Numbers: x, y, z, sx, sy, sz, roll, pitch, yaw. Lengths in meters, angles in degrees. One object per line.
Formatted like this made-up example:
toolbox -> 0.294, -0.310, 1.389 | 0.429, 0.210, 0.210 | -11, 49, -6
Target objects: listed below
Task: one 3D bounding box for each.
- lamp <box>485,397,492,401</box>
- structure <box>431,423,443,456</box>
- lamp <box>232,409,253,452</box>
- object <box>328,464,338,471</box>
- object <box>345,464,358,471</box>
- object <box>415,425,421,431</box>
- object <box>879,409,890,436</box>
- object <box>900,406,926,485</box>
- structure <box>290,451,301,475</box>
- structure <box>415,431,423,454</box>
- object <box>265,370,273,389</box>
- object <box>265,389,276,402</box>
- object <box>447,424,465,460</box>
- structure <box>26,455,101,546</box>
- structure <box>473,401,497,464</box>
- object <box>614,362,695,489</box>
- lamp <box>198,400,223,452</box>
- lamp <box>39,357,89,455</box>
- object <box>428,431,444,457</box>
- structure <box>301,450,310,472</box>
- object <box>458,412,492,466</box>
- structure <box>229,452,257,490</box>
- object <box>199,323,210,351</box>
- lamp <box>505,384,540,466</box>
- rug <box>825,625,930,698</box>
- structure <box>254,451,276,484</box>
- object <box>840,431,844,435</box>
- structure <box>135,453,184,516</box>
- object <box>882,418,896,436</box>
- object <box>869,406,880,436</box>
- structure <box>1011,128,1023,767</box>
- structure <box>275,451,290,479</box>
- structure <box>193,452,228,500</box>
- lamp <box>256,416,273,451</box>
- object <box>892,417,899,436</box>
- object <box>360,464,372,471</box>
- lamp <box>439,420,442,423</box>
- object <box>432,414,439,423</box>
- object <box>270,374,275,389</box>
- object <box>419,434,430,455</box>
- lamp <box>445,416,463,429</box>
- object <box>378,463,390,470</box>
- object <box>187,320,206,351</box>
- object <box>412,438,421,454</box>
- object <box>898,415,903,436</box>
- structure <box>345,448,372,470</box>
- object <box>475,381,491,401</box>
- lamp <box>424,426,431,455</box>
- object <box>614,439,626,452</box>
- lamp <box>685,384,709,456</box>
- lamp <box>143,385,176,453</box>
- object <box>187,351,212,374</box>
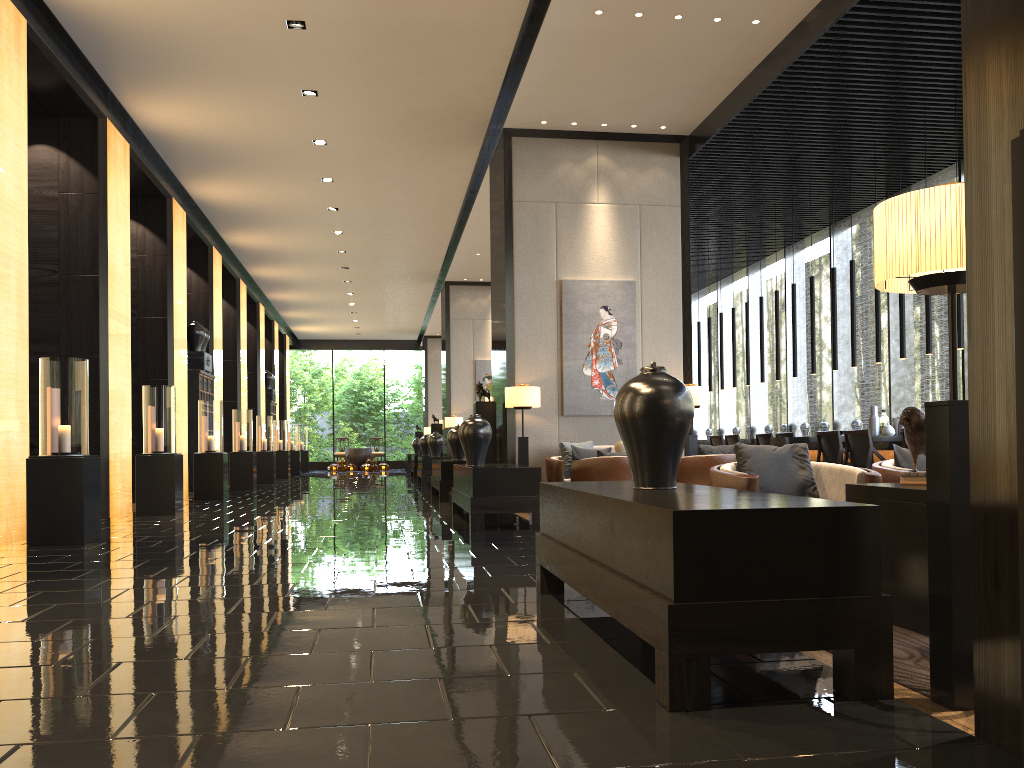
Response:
lamp -> -0.145, 0.828, 11.171 | 0.375, 1.318, 0.375 | -1, -1, 35
structure -> -1.621, 1.462, 19.084 | 0.240, 1.217, 0.240 | -1, -1, -8
lamp -> -4.705, 0.813, 15.467 | 0.336, 0.728, 0.337 | -1, -1, -7
object -> -5.626, 2.637, 27.996 | 0.370, 0.229, 0.370 | -1, -3, 9
object -> -4.991, 2.593, 27.502 | 0.370, 0.229, 0.370 | -2, -3, 14
object -> -2.964, 1.386, 27.974 | 0.176, 0.246, 0.116 | -1, -1, -3
object -> 4.270, 0.446, 10.160 | 0.129, 0.305, 0.129 | 0, -1, -22
object -> 1.626, 0.244, 3.503 | 0.174, 0.309, 0.229 | -2, -2, 37
structure -> -5.984, 2.150, 24.168 | 0.402, 0.657, 0.403 | 0, -2, -8
structure -> -2.936, 2.112, 27.970 | 0.240, 1.217, 0.240 | -1, -1, -8
object -> -6.258, -0.110, 22.597 | 0.311, 0.492, 0.312 | 0, -2, -35
object -> -6.267, 0.306, 22.750 | 0.365, 0.314, 0.607 | 0, -3, -8
object -> -0.736, 0.799, 12.170 | 0.311, 0.492, 0.312 | 0, -2, -27
structure -> -3.405, 0.875, 6.740 | 0.402, 0.657, 0.403 | 0, -2, -8
structure -> -0.309, 0.813, 10.221 | 0.240, 1.217, 0.240 | -1, -1, -8
object -> 0.554, 0.161, 3.451 | 0.311, 0.492, 0.312 | 0, -2, -20
lamp -> -4.275, 0.601, 12.562 | 0.336, 0.728, 0.337 | -1, -1, -3
lamp -> -3.415, 0.176, 6.753 | 0.337, 0.728, 0.337 | 0, -2, -35
object -> -1.471, 1.162, 17.137 | 0.311, 0.492, 0.312 | -1, -2, 10
structure -> -6.414, 2.363, 27.073 | 0.402, 0.657, 0.403 | 0, -2, -8
object -> -0.339, 0.509, 8.182 | 0.311, 0.492, 0.312 | -1, -2, 10
structure -> -4.694, 1.513, 15.454 | 0.402, 0.657, 0.403 | 0, -2, -8
object -> -5.015, -0.725, 14.202 | 0.311, 0.492, 0.312 | 0, -2, -27
lamp -> 0.119, 0.683, 9.383 | 0.375, 1.346, 0.375 | -2, -1, 43
rug -> 1.984, 0.912, 3.526 | 2.040, 0.008, 2.246 | 0, -4, -8
structure -> -5.124, 1.725, 18.359 | 0.402, 0.657, 0.403 | 0, -2, -8
object -> 3.686, 0.565, 10.009 | 0.227, 0.067, 0.228 | 0, -4, -6
structure -> -3.835, 1.088, 9.644 | 0.402, 0.657, 0.403 | 0, -2, -8
object -> 4.247, 0.477, 9.986 | 0.135, 0.217, 0.136 | 0, -2, -21
object -> 4.130, 0.423, 10.095 | 0.113, 0.344, 0.113 | 0, -1, -13
structure -> 0.995, 0.168, 1.406 | 0.240, 1.217, 0.240 | -1, -1, -8
structure -> -5.554, 1.938, 21.264 | 0.402, 0.657, 0.403 | 0, -2, -8
structure -> -4.264, 1.300, 12.549 | 0.402, 0.657, 0.403 | 0, -2, -8
lamp -> -5.135, 1.026, 18.372 | 0.336, 0.728, 0.337 | -1, -1, -7
object -> 4.444, 0.484, 10.132 | 0.169, 0.219, 0.169 | 0, -2, -13
object -> -4.536, 2.593, 27.574 | 0.369, 0.229, 0.370 | 0, -3, -6
lamp -> -1.452, 1.458, 20.002 | 0.375, 1.349, 0.375 | -1, -1, 10
object -> -1.654, 0.750, 19.101 | 0.161, 0.217, 0.102 | 0, -1, -20
object -> -6.306, -0.086, 22.926 | 0.311, 0.492, 0.312 | 0, -2, -27
object -> -2.035, 1.441, 20.948 | 0.311, 0.492, 0.312 | -1, -2, 10
lamp -> -1.187, 1.327, 18.213 | 0.375, 1.349, 0.375 | -1, -1, 10
object -> -4.098, 2.632, 28.204 | 0.370, 0.229, 0.370 | 2, -4, -36
object -> -4.967, -0.749, 13.874 | 0.311, 0.492, 0.312 | 1, -2, -42
object -> -2.794, 1.816, 26.073 | 0.311, 0.492, 0.312 | -1, -2, 10
object -> 4.401, 0.467, 10.014 | 0.067, 0.237, 0.067 | 0, -1, -15
structure -> -4.922, 2.416, 28.414 | 0.873, 0.709, 0.876 | 0, -3, -20
object -> -0.338, 0.088, 10.230 | 0.176, 0.246, 0.116 | 0, -1, -8
lamp -> -2.503, 1.978, 27.109 | 0.375, 1.349, 0.375 | -1, -1, 21
object -> 1.080, 0.651, 8.597 | 0.171, 0.235, 0.171 | -2, -2, 27
lamp -> 1.962, 0.678, 9.656 | 0.375, 1.349, 0.375 | -1, -1, 21
lamp -> -3.845, 0.388, 9.658 | 0.337, 0.728, 0.337 | 0, -2, -35
object -> -4.976, -0.332, 14.027 | 0.365, 0.314, 0.607 | 0, -3, -8
